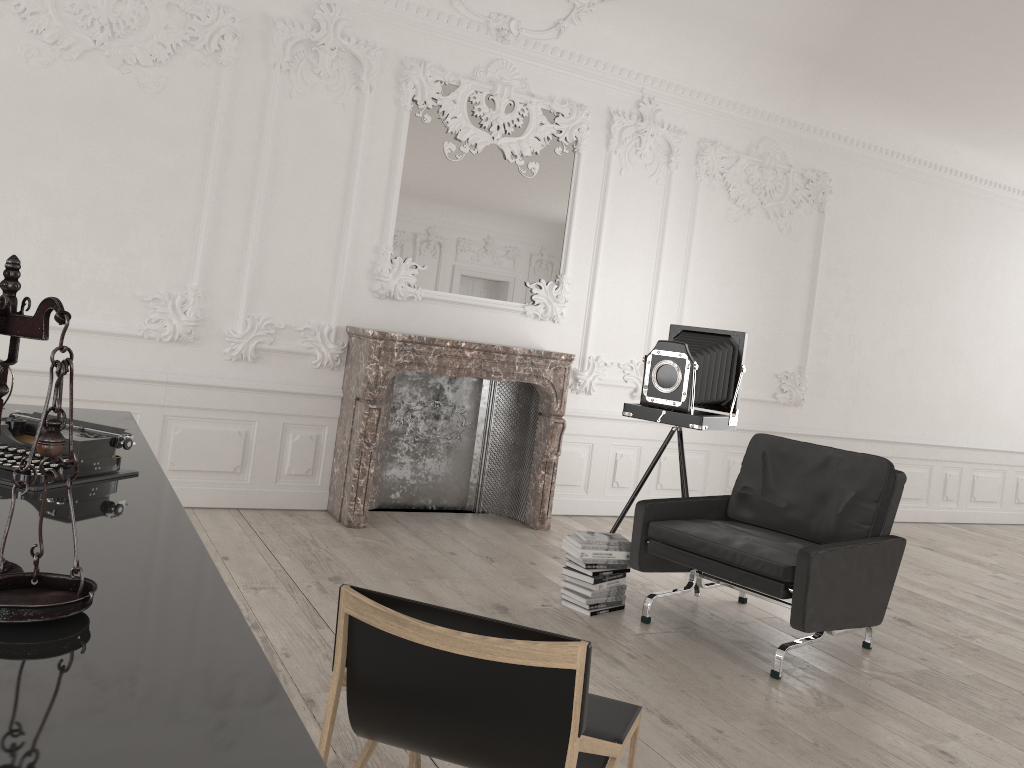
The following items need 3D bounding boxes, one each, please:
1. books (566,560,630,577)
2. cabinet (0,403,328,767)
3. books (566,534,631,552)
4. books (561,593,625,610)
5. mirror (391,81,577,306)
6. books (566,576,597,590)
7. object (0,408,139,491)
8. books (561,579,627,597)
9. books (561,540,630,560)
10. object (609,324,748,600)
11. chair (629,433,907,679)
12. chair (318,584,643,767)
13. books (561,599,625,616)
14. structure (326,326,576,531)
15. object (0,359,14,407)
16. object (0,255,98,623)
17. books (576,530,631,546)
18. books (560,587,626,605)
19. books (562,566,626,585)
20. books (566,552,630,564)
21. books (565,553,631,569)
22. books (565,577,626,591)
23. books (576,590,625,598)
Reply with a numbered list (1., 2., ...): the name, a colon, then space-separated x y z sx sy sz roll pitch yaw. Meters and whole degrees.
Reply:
1. books: 0.442 0.939 4.546 0.276 0.025 0.200 5 4 -40
2. cabinet: -1.889 0.586 1.412 2.451 0.882 2.720 6 3 -28
3. books: 0.447 0.819 4.553 0.289 0.026 0.206 6 4 -20
4. books: 0.418 1.105 4.549 0.273 0.025 0.200 4 5 -42
5. mirror: -0.177 -1.335 6.360 1.429 1.573 0.009 7 -1 -28
6. books: 0.433 1.005 4.564 0.195 0.030 0.251 10 4 41
7. object: -1.132 0.143 2.076 0.384 0.110 0.316 8 3 17
8. books: 0.421 1.035 4.550 0.206 0.026 0.288 11 5 44
9. books: 0.436 0.852 4.543 0.309 0.041 0.200 6 4 -21
10. object: 1.019 0.406 5.324 0.714 1.523 0.651 7 0 37
11. chair: 1.314 0.778 4.452 1.082 0.964 0.979 6 2 -43
12. chair: -0.067 0.842 2.081 0.632 0.771 0.779 8 1 17
13. books: 0.416 1.133 4.542 0.276 0.025 0.200 4 5 -45
14. structure: -0.429 0.314 6.109 1.538 1.248 0.662 7 0 -28
15. object: -1.439 -0.017 2.376 0.221 0.312 0.204 7 0 -30
16. object: -0.775 0.050 1.315 0.515 0.491 0.167 8 0 35
17. books: 0.470 0.797 4.564 0.242 0.022 0.173 7 3 -13
18. books: 0.417 1.079 4.551 0.279 0.025 0.200 5 4 -38
19. books: 0.424 0.968 4.546 0.200 0.035 0.298 10 4 40
20. books: 0.443 0.885 4.554 0.279 0.025 0.200 6 4 -22
21. books: 0.443 0.911 4.553 0.273 0.025 0.200 6 4 -26
22. books: 0.433 1.005 4.564 0.200 0.035 0.257 10 4 41
23. books: 0.439 1.058 4.561 0.241 0.022 0.173 5 4 -40
